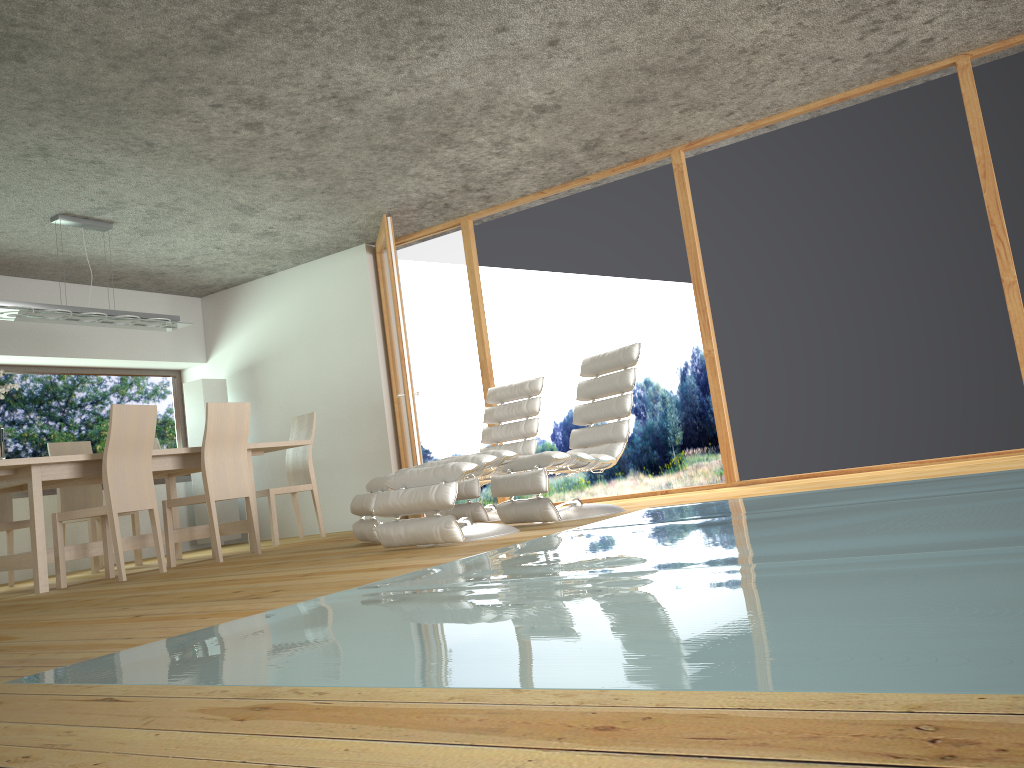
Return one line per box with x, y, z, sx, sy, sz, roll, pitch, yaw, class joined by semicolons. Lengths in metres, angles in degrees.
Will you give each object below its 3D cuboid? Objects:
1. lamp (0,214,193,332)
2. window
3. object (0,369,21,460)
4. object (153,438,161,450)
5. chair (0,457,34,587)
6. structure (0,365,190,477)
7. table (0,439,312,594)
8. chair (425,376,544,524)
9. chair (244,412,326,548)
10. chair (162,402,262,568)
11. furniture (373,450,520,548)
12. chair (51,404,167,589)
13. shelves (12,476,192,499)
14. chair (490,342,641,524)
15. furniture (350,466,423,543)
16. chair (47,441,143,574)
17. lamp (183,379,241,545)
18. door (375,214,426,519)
-2.965;-0.787;6.167;0.289;0.722;1.489;-12;-7;31;lamp
-4.449;0.381;7.133;0.012;0.982;4.184;-12;-7;31;window
-3.176;0.210;5.386;0.301;0.610;0.304;-13;-8;34;object
-3.323;0.697;8.264;0.153;0.385;0.153;-12;-8;27;object
-3.526;0.884;6.007;0.504;1.021;0.404;-14;-9;42;chair
-4.422;0.371;6.768;0.524;1.158;4.872;-12;-7;31;structure
-2.654;0.887;5.930;1.196;0.758;2.499;-12;-7;34;table
-0.180;0.472;6.300;0.567;0.972;0.914;-14;-9;41;chair
-1.845;0.767;7.172;0.506;1.021;0.403;-1;-10;-45;chair
-2.006;0.663;5.910;0.505;1.021;0.404;-12;-8;31;chair
-0.300;0.591;4.622;0.567;0.441;0.686;-13;-8;38;furniture
-2.425;0.665;5.346;0.505;1.021;0.403;-10;-8;20;chair
-4.328;0.903;6.688;0.402;0.054;4.867;-11;-7;31;shelves
0.344;0.294;5.246;0.914;0.972;0.567;-4;-8;-33;chair
-0.612;0.716;5.444;0.686;0.441;0.567;-5;-7;-23;furniture
-3.205;0.917;6.785;0.505;1.021;0.404;-12;-8;30;chair
-2.803;0.714;8.283;0.279;1.506;0.280;-12;-8;31;lamp
-0.916;-0.083;7.251;0.163;2.427;0.930;-6;-7;-14;door
